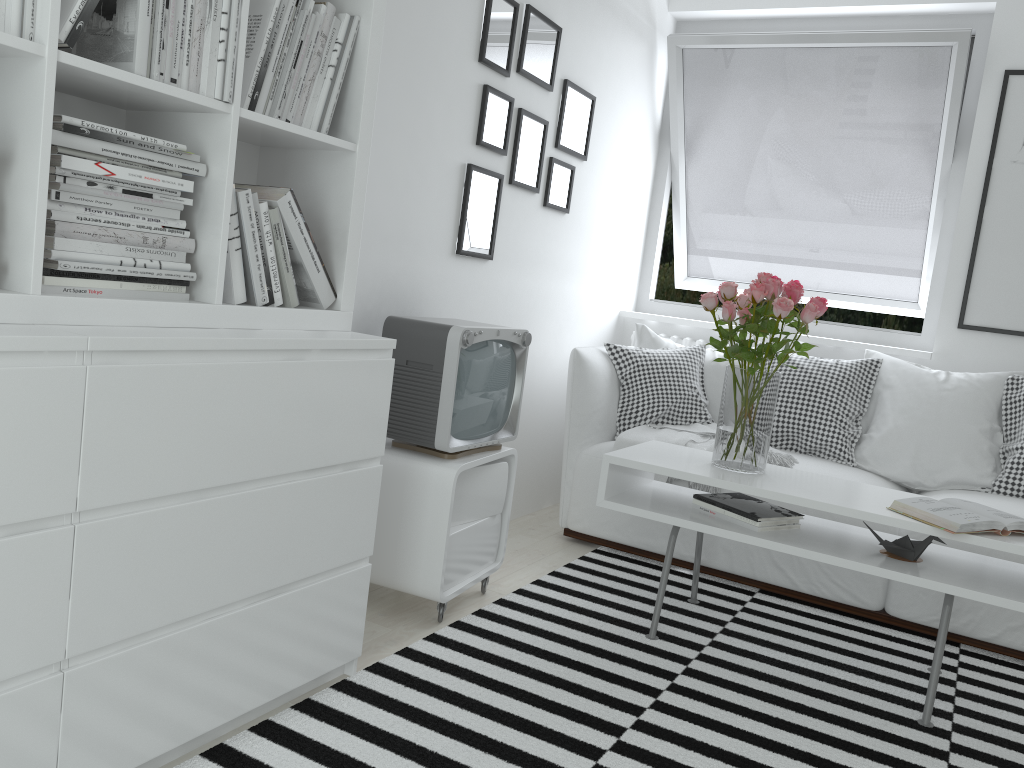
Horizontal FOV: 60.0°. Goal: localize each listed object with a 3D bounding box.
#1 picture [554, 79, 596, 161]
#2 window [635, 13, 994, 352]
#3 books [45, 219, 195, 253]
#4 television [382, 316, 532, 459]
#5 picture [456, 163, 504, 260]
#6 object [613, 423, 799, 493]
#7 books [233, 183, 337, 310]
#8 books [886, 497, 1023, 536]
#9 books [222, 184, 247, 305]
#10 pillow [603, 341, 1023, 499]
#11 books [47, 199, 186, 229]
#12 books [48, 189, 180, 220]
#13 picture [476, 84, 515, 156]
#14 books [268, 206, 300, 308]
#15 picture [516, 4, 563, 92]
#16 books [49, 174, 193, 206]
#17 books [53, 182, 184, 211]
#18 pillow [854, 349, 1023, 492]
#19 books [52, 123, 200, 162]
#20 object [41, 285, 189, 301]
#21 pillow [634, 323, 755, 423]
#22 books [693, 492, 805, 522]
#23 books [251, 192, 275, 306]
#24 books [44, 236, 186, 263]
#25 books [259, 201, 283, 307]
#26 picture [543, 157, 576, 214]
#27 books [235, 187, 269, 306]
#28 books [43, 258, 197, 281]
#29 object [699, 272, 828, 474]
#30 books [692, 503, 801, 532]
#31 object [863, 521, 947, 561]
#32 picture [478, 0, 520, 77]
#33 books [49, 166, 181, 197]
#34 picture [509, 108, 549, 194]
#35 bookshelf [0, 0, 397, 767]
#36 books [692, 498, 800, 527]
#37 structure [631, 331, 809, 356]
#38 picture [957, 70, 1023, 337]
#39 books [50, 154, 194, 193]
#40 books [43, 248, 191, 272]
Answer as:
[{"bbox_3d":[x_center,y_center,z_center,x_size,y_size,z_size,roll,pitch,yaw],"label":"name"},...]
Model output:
[{"bbox_3d":[0.262,-1.073,3.629,0.019,0.266,0.290,11,7,28],"label":"picture"},{"bbox_3d":[0.165,-1.332,7.074,12.055,8.137,4.514,11,7,28],"label":"window"},{"bbox_3d":[-0.769,-0.279,1.651,0.180,0.028,0.296,11,7,28],"label":"books"},{"bbox_3d":[-0.167,0.004,2.635,0.273,0.374,0.414,11,7,28],"label":"television"},{"bbox_3d":[-0.109,-0.595,3.099,0.019,0.306,0.232,11,7,28],"label":"picture"},{"bbox_3d":[0.834,0.301,3.545,0.670,0.291,0.831,11,7,26],"label":"object"},{"bbox_3d":[-0.522,-0.307,2.001,0.176,0.255,0.226,11,7,28],"label":"books"},{"bbox_3d":[1.208,0.348,2.340,0.342,0.040,0.231,5,7,-20],"label":"books"},{"bbox_3d":[-0.629,-0.293,1.818,0.172,0.239,0.093,11,7,28],"label":"books"},{"bbox_3d":[1.545,0.164,3.328,2.488,0.513,0.676,11,7,29],"label":"pillow"},{"bbox_3d":[-0.776,-0.316,1.627,0.182,0.016,0.288,11,7,28],"label":"books"},{"bbox_3d":[-0.766,-0.330,1.611,0.167,0.017,0.263,11,7,28],"label":"books"},{"bbox_3d":[-0.056,-0.915,3.087,0.018,0.202,0.196,11,7,28],"label":"picture"},{"bbox_3d":[-0.554,-0.283,1.941,0.161,0.213,0.118,11,7,28],"label":"books"},{"bbox_3d":[0.104,-1.233,3.270,0.021,0.236,0.275,11,7,28],"label":"picture"},{"bbox_3d":[-0.752,-0.357,1.622,0.159,0.012,0.285,11,7,28],"label":"books"},{"bbox_3d":[-0.754,-0.344,1.611,0.161,0.012,0.254,11,7,28],"label":"books"},{"bbox_3d":[1.617,0.158,3.448,0.599,0.505,0.391,11,7,28],"label":"pillow"},{"bbox_3d":[-0.734,-0.438,1.609,0.159,0.012,0.285,11,7,28],"label":"books"},{"bbox_3d":[-0.805,-0.182,1.649,0.232,0.014,0.314,11,7,27],"label":"object"},{"bbox_3d":[0.802,0.011,3.909,0.617,0.491,0.321,8,6,2],"label":"pillow"},{"bbox_3d":[0.712,0.370,2.677,0.207,0.012,0.257,3,8,-34],"label":"books"},{"bbox_3d":[-0.586,-0.290,1.881,0.152,0.232,0.104,11,7,28],"label":"books"},{"bbox_3d":[-0.768,-0.252,1.629,0.174,0.021,0.273,11,7,28],"label":"books"},{"bbox_3d":[-0.577,-0.285,1.910,0.161,0.218,0.101,11,7,28],"label":"books"},{"bbox_3d":[0.194,-0.803,3.599,0.017,0.194,0.218,11,7,28],"label":"picture"},{"bbox_3d":[-0.599,-0.290,1.851,0.172,0.235,0.112,11,7,28],"label":"books"},{"bbox_3d":[-0.759,-0.217,1.634,0.182,0.016,0.288,11,7,28],"label":"books"},{"bbox_3d":[0.724,-0.035,2.658,0.327,0.599,0.350,2,9,-42],"label":"object"},{"bbox_3d":[0.703,0.396,2.674,0.191,0.014,0.259,3,8,-35],"label":"books"},{"bbox_3d":[1.081,0.433,2.461,0.194,0.088,0.186,9,7,17],"label":"object"},{"bbox_3d":[-0.042,-1.194,3.012,0.018,0.248,0.196,11,7,28],"label":"picture"},{"bbox_3d":[-0.754,-0.367,1.598,0.161,0.013,0.256,11,7,28],"label":"books"},{"bbox_3d":[0.065,-0.871,3.332,0.018,0.274,0.225,11,7,28],"label":"picture"},{"bbox_3d":[-0.785,-0.489,1.407,0.440,2.416,1.595,11,7,28],"label":"bookshelf"},{"bbox_3d":[0.703,0.382,2.676,0.191,0.014,0.254,2,8,-37],"label":"books"},{"bbox_3d":[1.294,0.188,4.065,1.655,0.660,0.206,11,7,28],"label":"structure"},{"bbox_3d":[2.277,-0.705,3.547,0.720,1.072,0.015,11,7,28],"label":"picture"},{"bbox_3d":[-0.747,-0.384,1.612,0.174,0.021,0.273,11,7,28],"label":"books"},{"bbox_3d":[-0.769,-0.234,1.632,0.182,0.016,0.288,11,7,28],"label":"books"}]
